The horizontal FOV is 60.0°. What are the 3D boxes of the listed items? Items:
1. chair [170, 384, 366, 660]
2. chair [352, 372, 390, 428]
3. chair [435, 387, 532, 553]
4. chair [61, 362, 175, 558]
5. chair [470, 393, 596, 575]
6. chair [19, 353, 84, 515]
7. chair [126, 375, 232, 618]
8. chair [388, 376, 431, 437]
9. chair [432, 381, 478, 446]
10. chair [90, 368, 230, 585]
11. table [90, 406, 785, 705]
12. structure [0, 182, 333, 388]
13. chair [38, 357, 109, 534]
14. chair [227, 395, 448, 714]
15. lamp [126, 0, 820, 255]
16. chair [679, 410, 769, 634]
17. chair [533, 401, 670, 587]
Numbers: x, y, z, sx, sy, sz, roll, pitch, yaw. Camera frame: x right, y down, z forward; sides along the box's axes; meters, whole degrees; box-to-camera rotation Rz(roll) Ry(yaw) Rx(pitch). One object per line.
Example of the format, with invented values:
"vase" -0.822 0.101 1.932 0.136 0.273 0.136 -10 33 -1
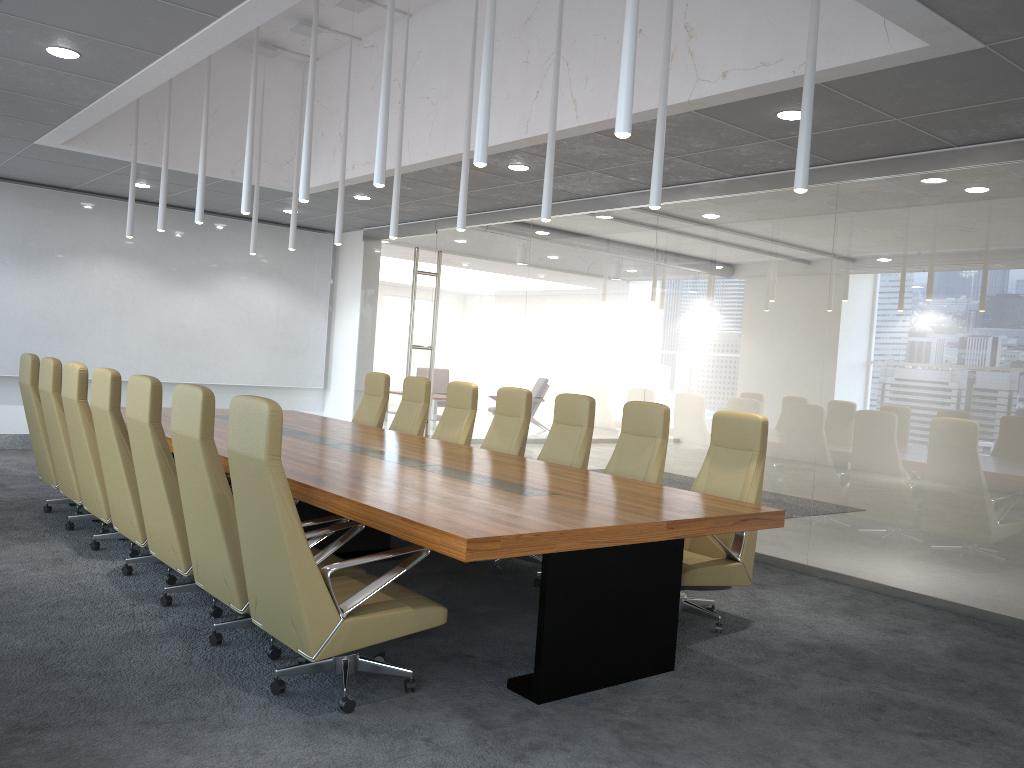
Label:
"chair" -1.355 0.720 4.873 0.955 1.406 0.711 3 2 -39
"chair" -1.879 0.554 9.624 0.955 1.406 0.711 3 2 -39
"chair" -0.361 0.714 7.767 0.955 1.406 0.711 3 2 -39
"chair" -2.888 0.559 6.748 0.955 1.406 0.711 3 2 -39
"chair" 0.144 0.767 7.149 0.955 1.406 0.711 3 2 -39
"chair" -3.881 0.454 7.963 0.955 1.406 0.711 3 2 -39
"chair" -1.866 0.667 5.497 0.955 1.406 0.711 3 2 -39
"chair" -1.374 0.607 9.006 0.955 1.406 0.711 3 2 -39
"chair" -0.863 0.661 8.381 0.955 1.406 0.711 3 2 -39
"chair" -2.374 0.613 6.119 0.955 1.406 0.711 3 2 -39
"table" -1.385 0.918 6.940 2.300 0.895 6.500 3 2 -39
"structure" -1.218 -0.836 6.930 6.600 2.466 13.989 3 2 -39
"chair" -3.378 0.507 7.347 0.955 1.406 0.711 3 2 -39
"chair" -0.859 0.773 4.266 0.955 1.406 0.711 3 2 -39
"lamp" -1.143 -2.433 6.849 2.619 2.378 7.258 3 2 -39
"chair" 1.214 0.877 5.948 0.955 1.406 0.711 3 2 -39
"chair" 0.647 0.820 6.534 0.955 1.406 0.711 3 2 -39
